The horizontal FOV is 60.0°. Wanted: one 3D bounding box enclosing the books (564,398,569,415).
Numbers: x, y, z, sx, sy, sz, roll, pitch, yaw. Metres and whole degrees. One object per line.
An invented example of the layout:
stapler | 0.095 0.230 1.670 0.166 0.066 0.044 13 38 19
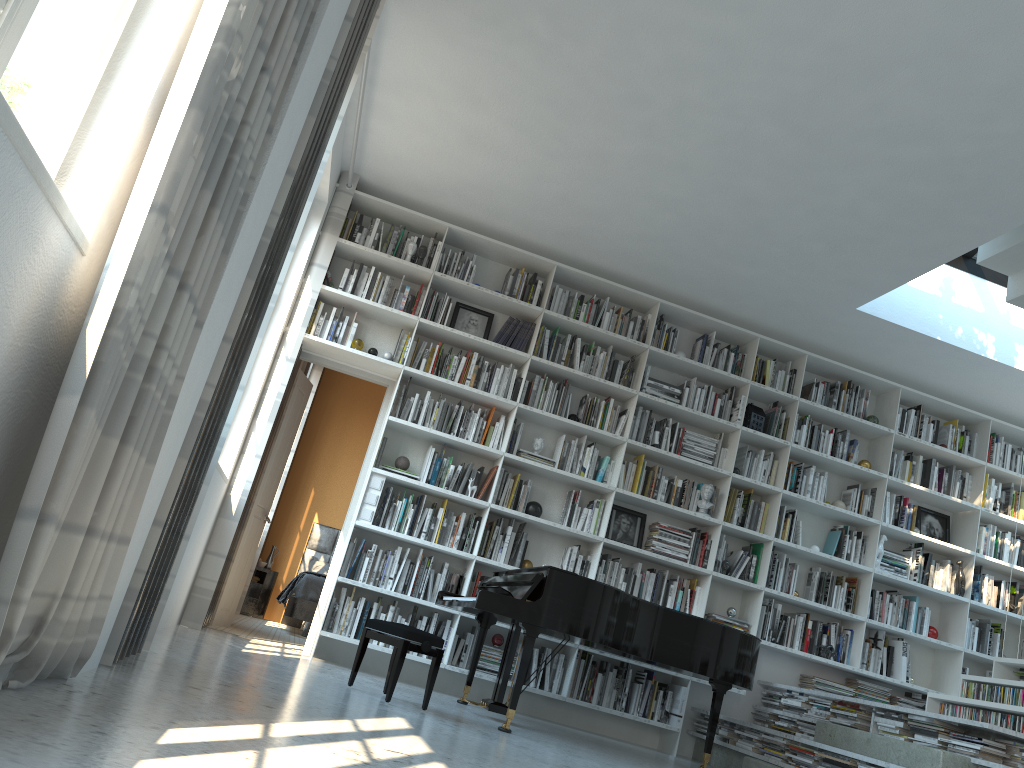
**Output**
books | 0.377 0.202 6.539 0.004 0.209 0.132 18 -16 -9

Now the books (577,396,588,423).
books | 0.504 0.220 6.565 0.005 0.253 0.161 18 -16 -9

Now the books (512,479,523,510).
books | 0.019 0.809 6.323 0.028 0.247 0.143 18 -16 -9

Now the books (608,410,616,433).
books | 0.715 0.309 6.593 0.024 0.215 0.142 18 -16 -9

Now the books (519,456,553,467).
books | 0.151 0.571 6.391 0.254 0.012 0.161 19 -17 -13

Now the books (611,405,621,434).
books | 0.744 0.295 6.593 0.022 0.256 0.155 18 -16 -9

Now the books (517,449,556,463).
books | 0.163 0.526 6.404 0.285 0.012 0.160 19 -17 -13

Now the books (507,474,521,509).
books | -0.008 0.776 6.285 0.026 0.273 0.190 18 -16 -9

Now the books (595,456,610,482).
books | 0.639 0.645 6.484 0.060 0.227 0.179 18 -16 -9

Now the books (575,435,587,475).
books | 0.480 0.543 6.475 0.010 0.328 0.174 18 -16 -9

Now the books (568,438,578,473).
books | 0.420 0.544 6.453 0.012 0.285 0.167 18 -16 -9

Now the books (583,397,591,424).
books | 0.527 0.229 6.548 0.005 0.239 0.174 18 -16 -9

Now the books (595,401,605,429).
books | 0.625 0.256 6.554 0.013 0.243 0.189 18 -16 -9

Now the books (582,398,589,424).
books | 0.517 0.233 6.570 0.005 0.238 0.146 18 -16 -9

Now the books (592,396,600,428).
books | 0.601 0.236 6.588 0.033 0.286 0.155 18 -16 -9

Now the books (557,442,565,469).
books | 0.328 0.545 6.447 0.010 0.231 0.155 18 -16 -9

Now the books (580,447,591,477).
books | 0.511 0.594 6.467 0.028 0.246 0.170 18 -16 -9

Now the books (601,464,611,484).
books | 0.670 0.684 6.501 0.027 0.180 0.142 18 -16 -9

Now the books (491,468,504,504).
books | -0.117 0.741 6.287 0.025 0.283 0.145 18 -16 -9

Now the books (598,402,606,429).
books | 0.644 0.265 6.582 0.017 0.252 0.140 18 -16 -9

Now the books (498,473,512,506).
books | -0.066 0.767 6.291 0.036 0.262 0.167 18 -16 -9

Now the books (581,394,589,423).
books | 0.513 0.214 6.577 0.012 0.275 0.129 18 -16 -9

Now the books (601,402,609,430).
books | 0.661 0.268 6.578 0.006 0.252 0.180 18 -16 -9

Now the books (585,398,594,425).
books | 0.546 0.234 6.542 0.005 0.235 0.179 18 -16 -9

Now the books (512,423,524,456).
books | 0.027 0.422 6.399 0.021 0.277 0.137 18 -16 -9

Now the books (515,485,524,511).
books | 0.036 0.829 6.302 0.011 0.207 0.180 18 -16 -9

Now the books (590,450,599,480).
books | 0.575 0.616 6.499 0.022 0.255 0.152 18 -16 -9

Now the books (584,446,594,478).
books | 0.535 0.590 6.463 0.012 0.264 0.193 18 -16 -9

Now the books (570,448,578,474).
books | 0.437 0.585 6.465 0.048 0.224 0.150 18 -16 -9

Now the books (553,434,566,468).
books | 0.327 0.514 6.440 0.012 0.284 0.160 18 -16 -9

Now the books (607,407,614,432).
books | 0.701 0.297 6.592 0.011 0.229 0.166 18 -16 -9

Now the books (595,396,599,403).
books | 0.585 0.233 6.573 0.005 0.274 0.157 18 -16 -9

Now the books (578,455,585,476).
books | 0.475 0.617 6.473 0.025 0.188 0.140 18 -16 -9

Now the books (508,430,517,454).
books | -0.009 0.447 6.390 0.034 0.209 0.136 18 -16 -9

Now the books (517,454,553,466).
books | 0.154 0.559 6.392 0.254 0.012 0.161 20 -17 -14

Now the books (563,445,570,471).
books | 0.369 0.564 6.464 0.024 0.226 0.138 18 -16 -9

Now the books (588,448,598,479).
books | 0.559 0.603 6.476 0.023 0.259 0.170 18 -16 -9

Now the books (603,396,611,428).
books | 0.672 0.247 6.588 0.006 0.303 0.166 18 -16 -9

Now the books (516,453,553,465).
books | 0.157 0.549 6.400 0.254 0.012 0.161 19 -17 -12

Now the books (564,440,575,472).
books | 0.399 0.550 6.458 0.022 0.266 0.151 18 -16 -9

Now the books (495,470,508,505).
books | -0.095 0.754 6.295 0.026 0.274 0.155 18 -16 -9

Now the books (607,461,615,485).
books | 0.699 0.676 6.513 0.026 0.216 0.126 18 -16 -9

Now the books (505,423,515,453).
books | -0.038 0.411 6.384 0.024 0.256 0.134 18 -16 -9

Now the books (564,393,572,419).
books | 0.397 0.195 6.538 0.031 0.231 0.148 18 -16 -9

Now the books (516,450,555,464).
books | 0.159 0.538 6.405 0.285 0.012 0.160 18 -16 -7

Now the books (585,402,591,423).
books | 0.529 0.247 6.563 0.013 0.215 0.150 18 -16 -9

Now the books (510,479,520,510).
books | 0.002 0.801 6.304 0.014 0.243 0.153 18 -16 -9

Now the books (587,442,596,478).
books | 0.548 0.579 6.478 0.011 0.300 0.179 18 -16 -9

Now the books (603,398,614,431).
books | 0.685 0.261 6.585 0.022 0.284 0.190 18 -16 -9

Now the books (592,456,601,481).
books | 0.592 0.641 6.498 0.026 0.218 0.150 18 -16 -9

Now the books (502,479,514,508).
books | -0.043 0.794 6.295 0.025 0.227 0.153 18 -16 -9

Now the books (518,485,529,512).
books | 0.056 0.831 6.303 0.028 0.215 0.175 18 -16 -9

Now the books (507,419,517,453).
books | -0.021 0.401 6.409 0.011 0.297 0.136 18 -16 -9

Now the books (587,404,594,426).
books | 0.552 0.261 6.561 0.011 0.199 0.163 18 -16 -9

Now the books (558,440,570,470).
books | 0.353 0.540 6.435 0.030 0.246 0.174 18 -16 -9

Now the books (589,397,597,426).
books | 0.569 0.236 6.580 0.009 0.266 0.150 18 -16 -9

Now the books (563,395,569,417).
books | 0.370 0.196 6.541 0.012 0.217 0.151 18 -16 -9

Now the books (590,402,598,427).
books | 0.577 0.254 6.544 0.006 0.215 0.181 18 -16 -9

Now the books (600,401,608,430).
books | 0.656 0.262 6.585 0.004 0.264 0.142 18 -16 -9

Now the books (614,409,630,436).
books | 0.787 0.313 6.577 0.064 0.236 0.209 18 -16 -9
